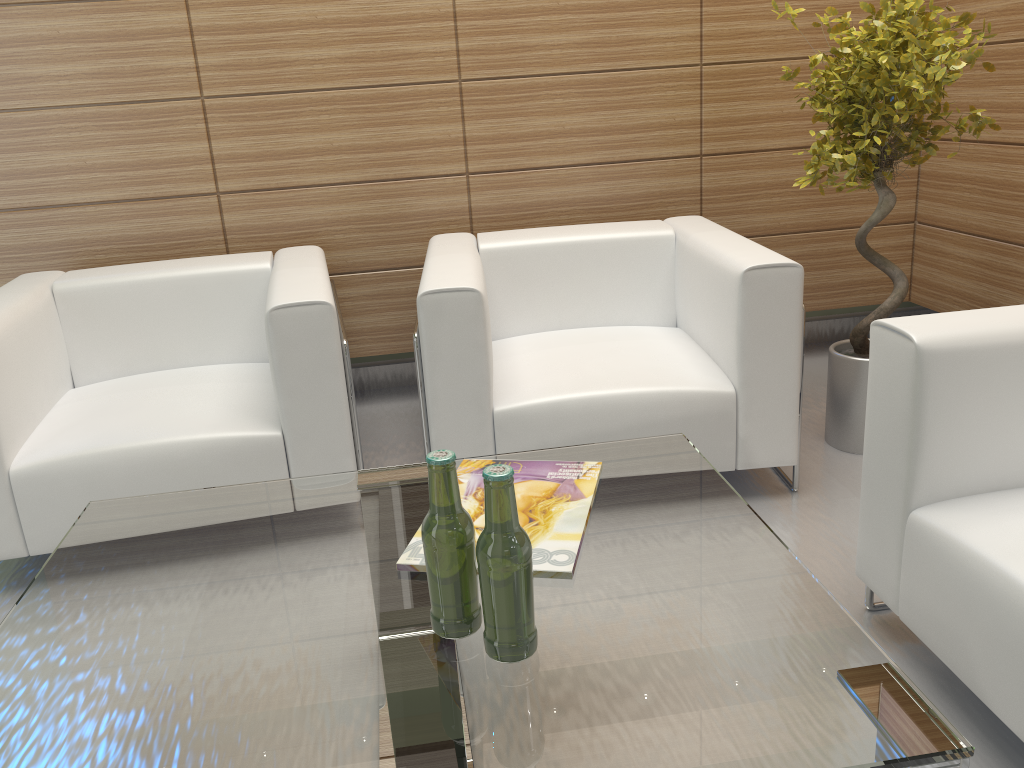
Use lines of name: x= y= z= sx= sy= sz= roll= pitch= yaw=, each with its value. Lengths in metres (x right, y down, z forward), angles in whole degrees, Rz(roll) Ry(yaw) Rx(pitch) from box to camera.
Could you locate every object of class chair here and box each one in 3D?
chair: x=2.283 y=0.515 z=2.555 sx=1.802 sy=1.234 sz=1.894 roll=-6 pitch=18 yaw=-7
chair: x=-1.845 y=0.058 z=4.831 sx=1.894 sy=1.234 sz=1.802 roll=-8 pitch=18 yaw=-11
chair: x=0.453 y=-0.181 z=5.084 sx=1.894 sy=1.234 sz=1.769 roll=-5 pitch=18 yaw=-2

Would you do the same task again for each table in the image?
table: x=-0.276 y=0.917 z=2.570 sx=2.197 sy=0.742 sz=1.783 roll=-6 pitch=18 yaw=-7

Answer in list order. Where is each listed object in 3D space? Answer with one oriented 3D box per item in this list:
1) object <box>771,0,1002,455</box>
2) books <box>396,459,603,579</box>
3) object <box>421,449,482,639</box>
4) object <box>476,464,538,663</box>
object: x=2.030 y=-0.981 z=5.025 sx=1.116 sy=2.565 sz=1.201 roll=-18 pitch=23 yaw=-37
books: x=-0.006 y=0.405 z=2.839 sx=0.508 sy=0.025 sz=0.762 roll=0 pitch=18 yaw=12
object: x=-0.154 y=0.392 z=2.181 sx=0.131 sy=0.475 sz=0.131 roll=-20 pitch=24 yaw=-40
object: x=-0.016 y=0.418 z=2.073 sx=0.131 sy=0.475 sz=0.131 roll=-20 pitch=24 yaw=-40
